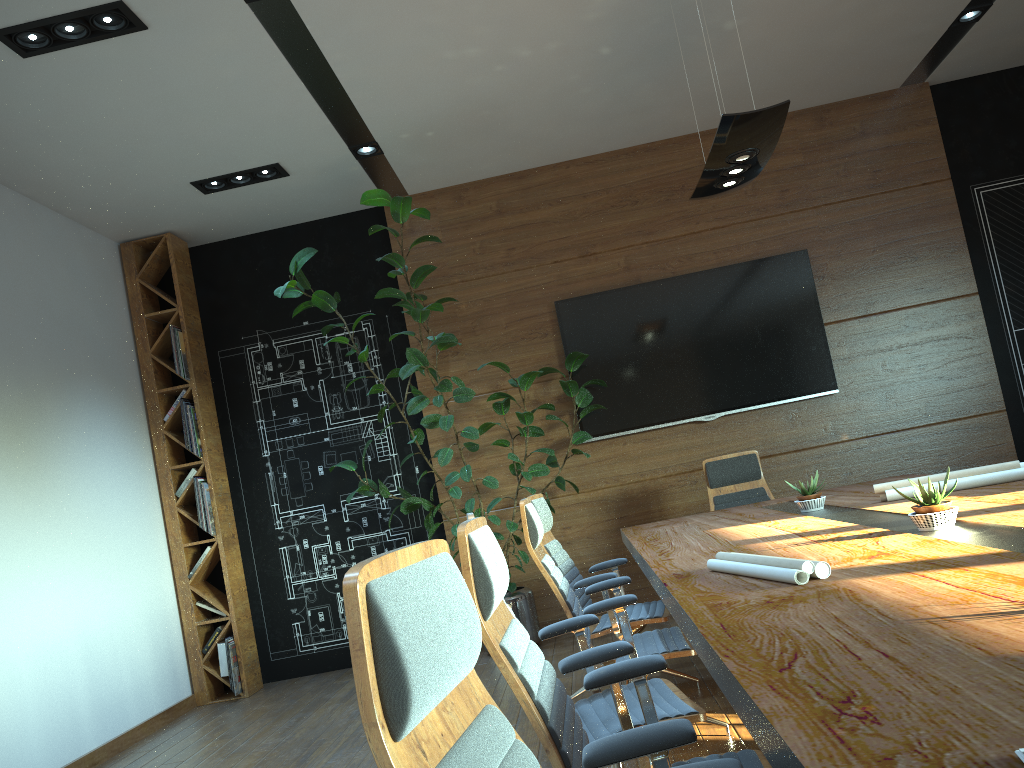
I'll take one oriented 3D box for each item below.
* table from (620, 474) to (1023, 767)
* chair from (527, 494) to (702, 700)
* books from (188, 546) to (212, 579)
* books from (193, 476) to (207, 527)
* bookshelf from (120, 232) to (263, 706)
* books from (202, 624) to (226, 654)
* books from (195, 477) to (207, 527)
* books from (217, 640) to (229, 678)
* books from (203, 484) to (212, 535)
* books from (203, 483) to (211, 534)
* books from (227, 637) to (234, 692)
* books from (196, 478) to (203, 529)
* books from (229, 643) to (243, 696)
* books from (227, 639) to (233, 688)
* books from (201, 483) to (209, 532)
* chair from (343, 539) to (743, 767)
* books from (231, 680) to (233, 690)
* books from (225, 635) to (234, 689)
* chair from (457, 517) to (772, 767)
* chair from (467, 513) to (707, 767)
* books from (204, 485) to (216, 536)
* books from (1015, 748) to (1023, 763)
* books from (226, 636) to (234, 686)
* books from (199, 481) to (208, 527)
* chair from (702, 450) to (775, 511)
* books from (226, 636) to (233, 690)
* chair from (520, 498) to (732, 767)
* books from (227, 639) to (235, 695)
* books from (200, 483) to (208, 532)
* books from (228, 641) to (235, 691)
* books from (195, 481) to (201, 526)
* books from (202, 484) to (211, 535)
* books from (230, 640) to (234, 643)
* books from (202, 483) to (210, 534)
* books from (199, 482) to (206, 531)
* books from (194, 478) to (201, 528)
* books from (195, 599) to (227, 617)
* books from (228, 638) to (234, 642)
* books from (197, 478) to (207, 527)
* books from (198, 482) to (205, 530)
[{"bbox_3d":[1.424,0.841,2.771,1.786,0.794,5.561,-11,-7,3],"label":"table"},{"bbox_3d":[0.525,1.071,4.603,0.697,1.124,0.707,-12,-5,11],"label":"chair"},{"bbox_3d":[1.596,0.581,6.723,8.428,0.219,0.234,-11,-5,4],"label":"books"},{"bbox_3d":[1.507,0.127,6.762,8.045,0.396,0.392,-11,-5,4],"label":"books"},{"bbox_3d":[1.452,-0.162,6.820,8.632,3.678,0.320,-11,-4,4],"label":"bookshelf"},{"bbox_3d":[1.476,-0.024,6.747,8.421,2.639,0.161,-11,-4,4],"label":"books"},{"bbox_3d":[1.510,0.141,6.759,8.011,0.399,0.388,-11,-5,4],"label":"books"},{"bbox_3d":[1.731,1.346,6.647,8.145,0.295,0.187,-11,-5,4],"label":"books"},{"bbox_3d":[1.523,0.205,6.758,7.883,0.395,0.399,-11,-5,4],"label":"books"},{"bbox_3d":[1.522,0.198,6.765,7.894,0.397,0.399,-11,-5,4],"label":"books"},{"bbox_3d":[1.752,1.374,6.670,7.943,0.397,0.399,-11,-5,4],"label":"books"},{"bbox_3d":[1.511,0.149,6.761,8.003,0.396,0.389,-11,-5,4],"label":"books"},{"bbox_3d":[1.756,1.403,6.643,7.901,0.382,0.402,-11,-5,4],"label":"books"},{"bbox_3d":[1.752,1.372,6.671,7.952,0.395,0.399,-11,-5,4],"label":"books"},{"bbox_3d":[1.520,0.189,6.765,7.920,0.395,0.399,-11,-5,4],"label":"books"},{"bbox_3d":[0.258,0.706,1.101,0.697,1.124,0.708,-12,-5,10],"label":"chair"},{"bbox_3d":[1.752,1.371,6.682,7.968,0.383,0.389,-11,-5,4],"label":"books"},{"bbox_3d":[1.749,1.359,6.678,7.993,0.383,0.385,-11,-5,4],"label":"books"},{"bbox_3d":[0.320,0.797,1.966,0.696,1.124,0.708,-11,-5,4],"label":"chair"},{"bbox_3d":[0.276,0.909,2.834,0.695,1.124,0.709,-11,-5,-5],"label":"chair"},{"bbox_3d":[1.524,0.209,6.766,7.874,0.397,0.399,-11,-5,4],"label":"books"},{"bbox_3d":[0.632,0.311,0.614,0.390,0.033,0.545,-13,-7,15],"label":"books"},{"bbox_3d":[1.751,1.366,6.682,7.976,0.384,0.387,-11,-5,4],"label":"books"},{"bbox_3d":[1.517,0.173,6.768,7.956,0.396,0.400,-11,-5,4],"label":"books"},{"bbox_3d":[1.608,0.998,5.763,0.706,1.124,0.699,-11,-5,-1],"label":"chair"},{"bbox_3d":[1.750,1.363,6.677,7.985,0.380,0.391,-11,-5,4],"label":"books"},{"bbox_3d":[0.467,0.980,3.742,0.696,1.124,0.708,-11,-5,4],"label":"chair"},{"bbox_3d":[1.753,1.386,6.640,7.915,0.396,0.400,-11,-5,4],"label":"books"},{"bbox_3d":[1.518,0.182,6.761,7.947,0.382,0.401,-11,-5,4],"label":"books"},{"bbox_3d":[1.755,1.395,6.646,7.907,0.388,0.399,-11,-5,4],"label":"books"},{"bbox_3d":[1.510,0.140,6.765,8.028,0.387,0.392,-11,-5,4],"label":"books"},{"bbox_3d":[1.522,0.198,6.767,7.903,0.395,0.399,-11,-5,4],"label":"books"},{"bbox_3d":[1.755,1.388,6.676,7.926,0.382,0.401,-11,-5,4],"label":"books"},{"bbox_3d":[1.521,0.193,6.768,7.911,0.398,0.399,-11,-5,4],"label":"books"},{"bbox_3d":[1.516,0.171,6.761,7.964,0.388,0.399,-11,-5,4],"label":"books"},{"bbox_3d":[1.510,0.139,6.762,8.036,0.380,0.397,-11,-5,4],"label":"books"},{"bbox_3d":[-2.332,1.763,6.996,0.238,0.158,0.217,-11,-6,3],"label":"books"},{"bbox_3d":[1.753,1.381,6.673,7.935,0.395,0.399,-11,-5,4],"label":"books"},{"bbox_3d":[1.513,0.155,6.759,7.981,0.402,0.392,-11,-5,4],"label":"books"},{"bbox_3d":[1.516,0.171,6.763,7.972,0.382,0.402,-11,-5,4],"label":"books"}]
